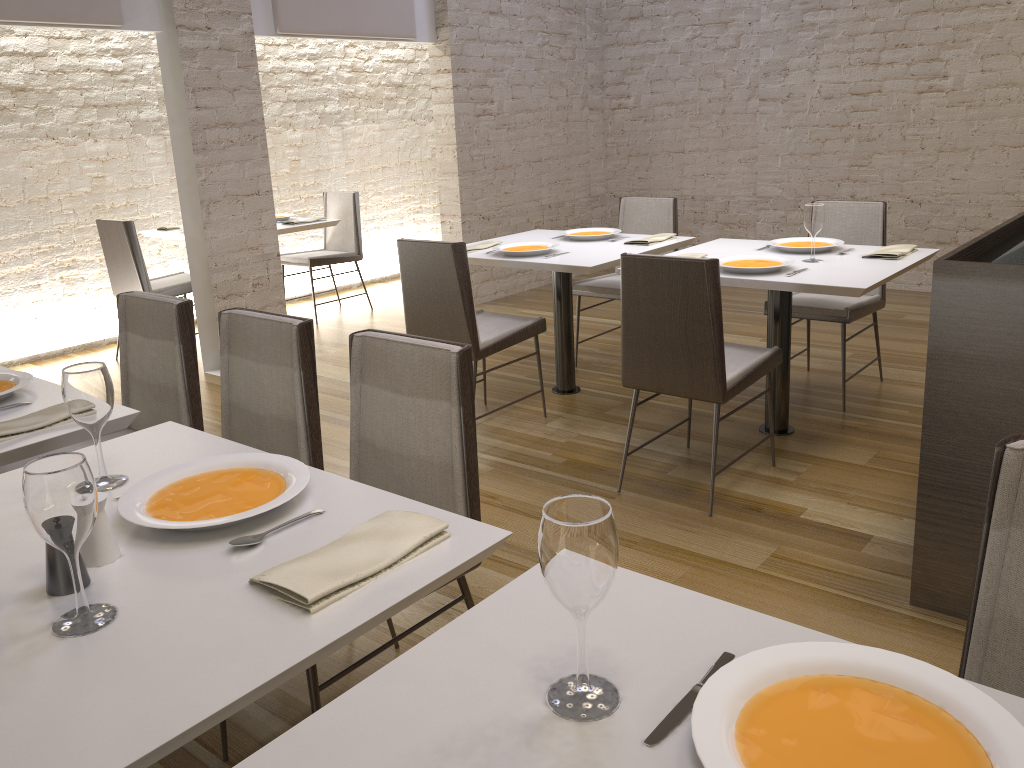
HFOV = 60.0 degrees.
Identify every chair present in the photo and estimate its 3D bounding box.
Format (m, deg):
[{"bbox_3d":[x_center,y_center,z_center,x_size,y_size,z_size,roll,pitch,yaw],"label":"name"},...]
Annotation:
[{"bbox_3d":[-0.366,0.389,1.993,0.413,0.896,0.570,9,20,38],"label":"chair"},{"bbox_3d":[0.653,-0.572,4.999,0.413,0.896,0.570,9,20,38],"label":"chair"},{"bbox_3d":[-0.799,0.306,2.342,0.413,0.896,0.570,9,20,38],"label":"chair"},{"bbox_3d":[0.724,0.597,1.116,0.413,0.896,0.570,9,20,38],"label":"chair"},{"bbox_3d":[-1.246,0.221,2.701,0.413,0.896,0.570,9,20,38],"label":"chair"},{"bbox_3d":[-1.428,-0.969,6.673,0.413,0.896,0.570,9,20,38],"label":"chair"},{"bbox_3d":[-0.176,-0.235,4.027,0.413,0.896,0.570,9,20,38],"label":"chair"},{"bbox_3d":[0.702,-0.068,3.320,0.413,0.896,0.570,9,20,38],"label":"chair"},{"bbox_3d":[-2.257,-0.632,5.701,0.413,0.896,0.570,9,20,38],"label":"chair"},{"bbox_3d":[1.531,-0.404,4.293,0.413,0.896,0.570,9,20,38],"label":"chair"}]

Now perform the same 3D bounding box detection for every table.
[{"bbox_3d":[0.188,0.804,0.768,1.014,0.752,0.943,10,21,38],"label":"table"},{"bbox_3d":[0.258,-0.328,4.509,1.014,0.752,0.943,10,21,38],"label":"table"},{"bbox_3d":[-0.665,0.641,1.455,1.014,0.752,0.943,10,21,38],"label":"table"},{"bbox_3d":[1.140,-0.160,3.799,1.014,0.752,0.943,10,21,38],"label":"table"},{"bbox_3d":[-1.850,-0.729,6.200,1.014,0.752,0.943,10,21,38],"label":"table"},{"bbox_3d":[-1.547,0.473,2.164,1.014,0.752,0.943,10,21,38],"label":"table"}]

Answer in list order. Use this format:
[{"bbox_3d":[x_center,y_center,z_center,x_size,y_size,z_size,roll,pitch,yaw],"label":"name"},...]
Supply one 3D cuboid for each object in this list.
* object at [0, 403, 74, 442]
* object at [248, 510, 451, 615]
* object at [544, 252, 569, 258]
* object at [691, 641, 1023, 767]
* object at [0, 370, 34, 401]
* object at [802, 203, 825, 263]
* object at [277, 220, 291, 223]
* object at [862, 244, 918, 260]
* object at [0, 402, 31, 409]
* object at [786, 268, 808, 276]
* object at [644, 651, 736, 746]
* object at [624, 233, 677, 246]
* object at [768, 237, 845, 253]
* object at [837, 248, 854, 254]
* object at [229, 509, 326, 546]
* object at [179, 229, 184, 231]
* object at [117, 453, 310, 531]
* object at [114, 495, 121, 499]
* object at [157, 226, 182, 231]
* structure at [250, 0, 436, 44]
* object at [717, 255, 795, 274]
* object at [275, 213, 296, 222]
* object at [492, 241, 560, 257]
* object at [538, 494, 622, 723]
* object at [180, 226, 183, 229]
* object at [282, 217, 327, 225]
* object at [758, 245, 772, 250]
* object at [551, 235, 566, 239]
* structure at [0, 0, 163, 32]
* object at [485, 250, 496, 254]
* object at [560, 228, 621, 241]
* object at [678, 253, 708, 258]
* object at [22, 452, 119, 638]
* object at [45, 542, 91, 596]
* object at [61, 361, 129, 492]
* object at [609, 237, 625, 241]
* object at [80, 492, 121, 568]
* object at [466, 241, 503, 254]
[{"bbox_3d":[-1.119,0.088,2.037,0.143,0.032,0.275,11,21,38],"label":"object"},{"bbox_3d":[-0.237,0.256,1.328,0.143,0.032,0.275,11,21,38],"label":"object"},{"bbox_3d":[0.207,-0.598,4.092,0.017,0.010,0.186,10,21,38],"label":"object"},{"bbox_3d":[0.338,0.359,0.864,0.322,0.036,0.325,-7,17,-12],"label":"object"},{"bbox_3d":[-1.397,0.027,2.260,0.322,0.036,0.325,-7,17,-12],"label":"object"},{"bbox_3d":[1.219,-0.610,3.582,0.087,0.228,0.087,-8,16,-19],"label":"object"},{"bbox_3d":[-1.561,-1.139,6.180,0.038,0.015,0.182,11,22,39],"label":"object"},{"bbox_3d":[1.568,-0.546,3.672,0.143,0.032,0.275,11,21,38],"label":"object"},{"bbox_3d":[-1.258,0.063,2.144,0.038,0.015,0.182,11,22,39],"label":"object"},{"bbox_3d":[1.089,-0.430,3.383,0.017,0.010,0.186,10,21,38],"label":"object"},{"bbox_3d":[0.199,0.343,0.974,0.017,0.010,0.186,10,21,38],"label":"object"},{"bbox_3d":[0.686,-0.714,4.381,0.143,0.032,0.275,11,21,38],"label":"object"},{"bbox_3d":[1.290,-0.606,3.895,0.321,0.036,0.325,-4,17,-4],"label":"object"},{"bbox_3d":[1.429,-0.570,3.779,0.038,0.015,0.182,11,22,39],"label":"object"},{"bbox_3d":[-0.376,0.231,1.435,0.038,0.015,0.182,11,22,39],"label":"object"},{"bbox_3d":[-2.181,-1.055,6.008,0.038,0.015,0.182,11,22,39],"label":"object"},{"bbox_3d":[-0.515,0.196,1.551,0.322,0.036,0.325,-7,17,-12],"label":"object"},{"bbox_3d":[-0.655,0.181,1.660,0.017,0.010,0.186,10,21,38],"label":"object"},{"bbox_3d":[-2.294,-1.086,6.126,0.143,0.032,0.275,11,21,38],"label":"object"},{"bbox_3d":[-1.101,-3.038,5.539,0.098,1.658,1.645,9,20,38],"label":"structure"},{"bbox_3d":[0.949,-0.468,3.498,0.321,0.036,0.325,-4,17,-4],"label":"object"},{"bbox_3d":[-1.701,-1.175,6.296,0.322,0.036,0.324,-7,17,-14],"label":"object"},{"bbox_3d":[0.067,-0.636,4.207,0.321,0.036,0.325,-4,17,-4],"label":"object"},{"bbox_3d":[0.074,0.241,0.961,0.087,0.228,0.087,-8,16,-19],"label":"object"},{"bbox_3d":[-2.042,-1.037,5.899,0.322,0.036,0.324,-7,17,-14],"label":"object"},{"bbox_3d":[-1.423,-1.115,6.073,0.143,0.032,0.275,11,21,38],"label":"object"},{"bbox_3d":[1.150,-0.621,4.005,0.017,0.010,0.186,10,21,38],"label":"object"},{"bbox_3d":[0.268,-0.789,4.714,0.017,0.010,0.186,10,21,38],"label":"object"},{"bbox_3d":[-2.440,-2.493,3.967,0.098,1.658,1.645,9,20,38],"label":"structure"},{"bbox_3d":[-0.072,-0.654,4.316,0.038,0.015,0.182,11,22,39],"label":"object"},{"bbox_3d":[0.408,-0.774,4.605,0.321,0.036,0.325,-4,17,-4],"label":"object"},{"bbox_3d":[0.696,-0.516,3.726,0.143,0.032,0.275,11,21,38],"label":"object"},{"bbox_3d":[-0.585,0.211,1.173,0.087,0.228,0.087,-8,16,-19],"label":"object"},{"bbox_3d":[-0.651,0.243,1.282,0.059,0.108,0.060,-7,16,-14],"label":"object"},{"bbox_3d":[-0.775,0.079,1.644,0.087,0.228,0.087,-8,16,-19],"label":"object"},{"bbox_3d":[0.547,-0.738,4.489,0.038,0.015,0.182,11,22,39],"label":"object"},{"bbox_3d":[-0.642,0.218,1.363,0.059,0.108,0.060,-7,16,-14],"label":"object"},{"bbox_3d":[-0.186,-0.685,4.435,0.143,0.032,0.275,11,21,38],"label":"object"}]
